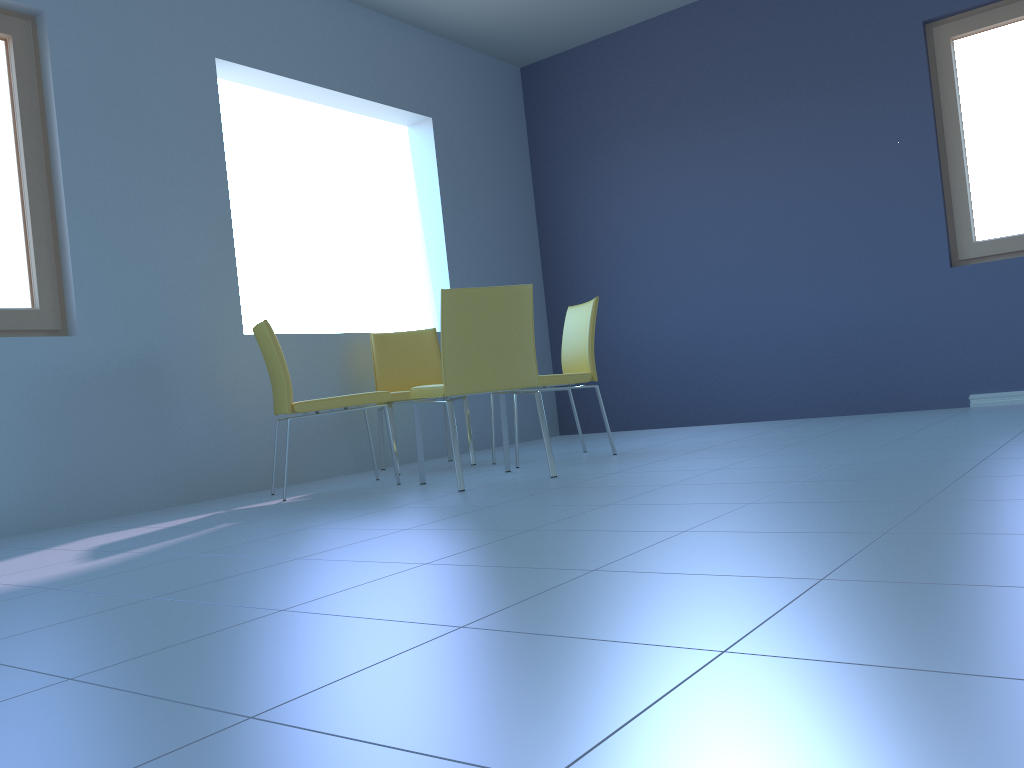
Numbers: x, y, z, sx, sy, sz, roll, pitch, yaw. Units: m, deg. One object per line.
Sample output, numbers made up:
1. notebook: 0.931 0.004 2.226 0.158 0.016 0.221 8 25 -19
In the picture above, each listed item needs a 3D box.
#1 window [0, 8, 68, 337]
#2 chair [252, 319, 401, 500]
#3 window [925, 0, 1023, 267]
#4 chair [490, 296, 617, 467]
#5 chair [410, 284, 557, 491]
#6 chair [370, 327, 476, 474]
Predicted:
1. window: -2.229 -0.764 2.863 0.142 1.263 1.475 -7 -1 37
2. chair: -0.777 0.086 3.644 0.484 0.695 0.387 -6 -1 -22
3. window: 2.780 -1.289 4.116 1.475 1.263 0.142 -7 -1 37
4. chair: 0.158 -0.009 3.991 0.484 0.699 0.387 -6 -1 -17
5. chair: -0.130 0.013 3.311 0.387 0.695 0.484 -6 -1 -22
6. chair: -0.459 0.059 4.341 0.387 0.695 0.484 -6 -1 -17
